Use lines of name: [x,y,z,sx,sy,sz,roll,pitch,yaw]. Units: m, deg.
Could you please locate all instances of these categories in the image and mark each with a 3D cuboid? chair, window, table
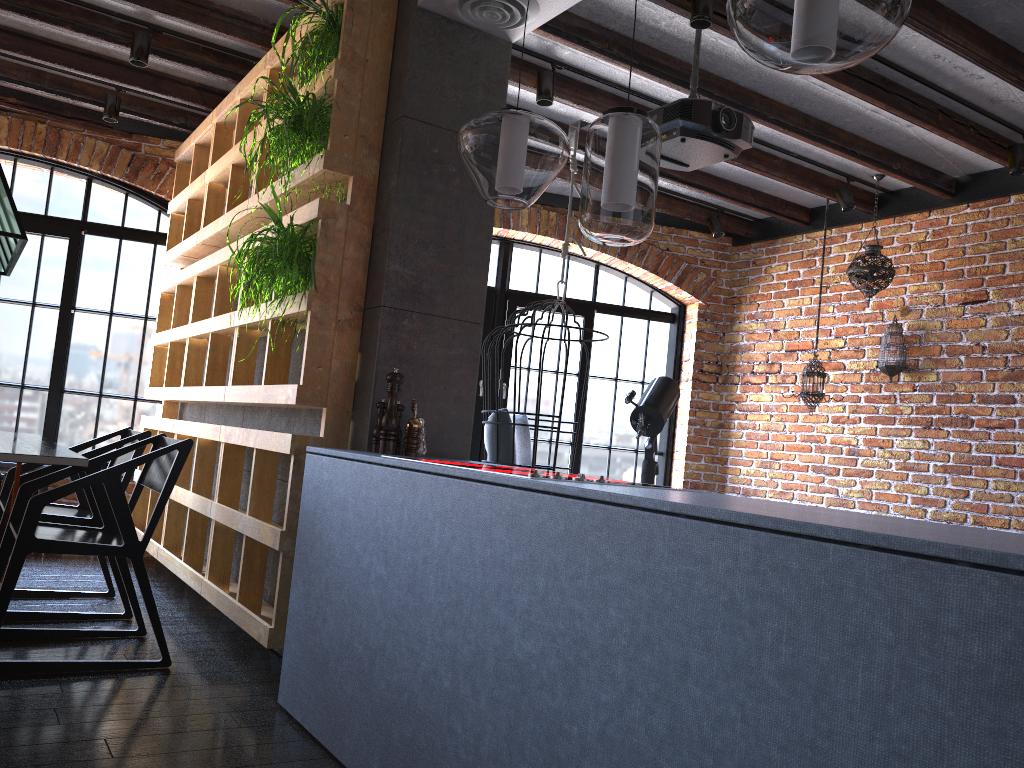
chair: [-1.564,0.572,3.242,0.611,0.818,0.495,8,-5,-32]
chair: [0.200,-0.347,4.884,0.682,2.219,0.802,5,-4,13]
window: [-0.136,-0.128,6.471,3.293,2.232,0.177,7,-4,-15]
chair: [-1.989,0.578,3.912,0.611,0.818,0.495,8,-5,-32]
table: [-2.237,0.550,3.290,0.905,0.737,1.887,8,-5,-32]
window: [-3.437,-0.536,5.417,3.145,2.232,0.177,7,-4,-15]

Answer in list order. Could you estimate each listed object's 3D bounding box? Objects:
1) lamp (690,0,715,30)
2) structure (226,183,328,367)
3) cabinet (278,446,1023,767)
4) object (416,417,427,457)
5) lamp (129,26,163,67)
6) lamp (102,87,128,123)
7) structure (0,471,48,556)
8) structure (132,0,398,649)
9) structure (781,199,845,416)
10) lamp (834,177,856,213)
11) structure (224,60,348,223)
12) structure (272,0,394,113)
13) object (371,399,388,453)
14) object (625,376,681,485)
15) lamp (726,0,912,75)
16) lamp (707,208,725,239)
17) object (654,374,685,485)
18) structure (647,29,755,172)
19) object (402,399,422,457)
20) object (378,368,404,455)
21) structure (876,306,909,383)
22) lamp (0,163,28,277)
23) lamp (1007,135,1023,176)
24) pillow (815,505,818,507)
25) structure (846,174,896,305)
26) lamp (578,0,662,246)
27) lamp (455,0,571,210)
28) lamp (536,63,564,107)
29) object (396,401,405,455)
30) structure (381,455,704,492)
lamp: [0.722,-1.418,3.295,0.119,0.184,0.082,9,-5,-36]
structure: [-0.818,-0.378,3.248,0.422,0.620,0.571,7,-4,-13]
cabinet: [0.331,0.648,1.790,0.607,0.844,2.960,8,-5,-32]
object: [-0.323,0.179,3.024,0.069,0.135,0.069,3,-5,38]
lamp: [-1.739,-1.600,4.203,0.082,0.184,0.124,2,-5,42]
lamp: [-2.264,-1.591,5.047,0.112,0.184,0.082,4,-4,26]
structure: [-3.268,0.713,5.111,1.115,0.476,0.106,7,-4,-15]
structure: [-1.374,-0.267,4.307,0.206,2.380,2.829,8,-5,-32]
structure: [1.947,-0.513,5.610,0.389,1.436,0.338,8,-4,-32]
lamp: [1.996,-1.131,5.313,0.133,0.208,0.090,4,-4,25]
structure: [-0.787,-0.858,3.229,0.422,0.620,0.571,4,-4,27]
structure: [-0.618,-1.201,3.355,0.571,0.620,0.422,9,-5,-43]
object: [-0.439,0.141,2.967,0.048,0.179,0.048,5,-4,18]
object: [0.781,0.650,5.588,0.570,1.471,0.616,6,-4,-6]
lamp: [0.652,-0.989,1.850,0.364,0.664,0.365,2,-5,41]
lamp: [1.430,-1.123,6.211,0.134,0.208,0.093,3,-5,34]
object: [1.087,0.434,6.475,0.270,1.053,0.299,7,-4,-12]
structure: [0.752,-1.340,3.682,0.409,0.816,0.464,8,-5,-32]
object: [-0.326,0.146,2.965,0.058,0.192,0.081,5,-4,9]
object: [-0.395,0.089,2.909,0.061,0.282,0.061,7,-4,-18]
structure: [2.303,-0.246,5.353,0.169,0.482,0.169,8,-4,-32]
lamp: [-2.162,-1.163,3.561,0.465,1.266,1.258,8,-5,-32]
lamp: [2.544,-1.146,4.448,0.113,0.194,0.085,4,-4,29]
pillow: [1.205,0.716,3.743,0.539,0.417,0.238,9,-5,-42]
structure: [2.142,-0.855,5.249,0.265,0.778,0.273,5,-4,7]
lamp: [0.313,-0.842,2.329,0.195,0.955,0.198,6,-4,-2]
lamp: [0.022,-0.939,2.835,0.367,0.746,0.367,4,-4,21]
lamp: [0.171,-1.408,4.164,0.116,0.188,0.083,4,-4,21]
object: [-0.394,0.149,3.012,0.048,0.179,0.048,2,-5,41]
structure: [0.045,0.242,2.321,0.504,0.057,0.763,8,-5,-32]
